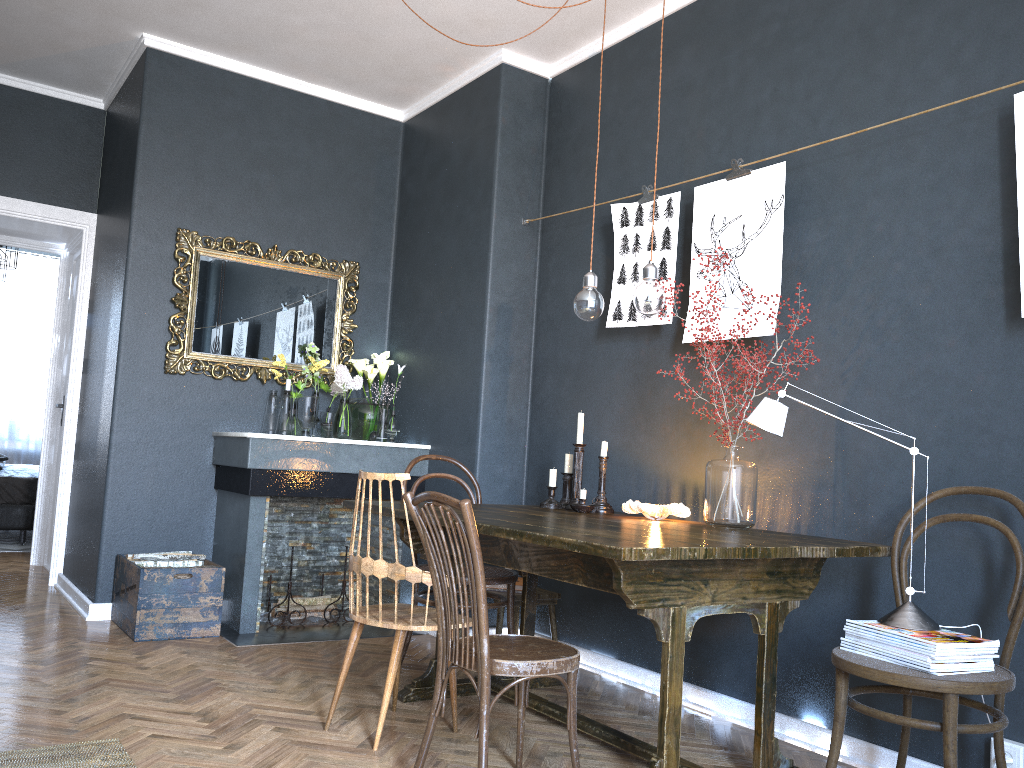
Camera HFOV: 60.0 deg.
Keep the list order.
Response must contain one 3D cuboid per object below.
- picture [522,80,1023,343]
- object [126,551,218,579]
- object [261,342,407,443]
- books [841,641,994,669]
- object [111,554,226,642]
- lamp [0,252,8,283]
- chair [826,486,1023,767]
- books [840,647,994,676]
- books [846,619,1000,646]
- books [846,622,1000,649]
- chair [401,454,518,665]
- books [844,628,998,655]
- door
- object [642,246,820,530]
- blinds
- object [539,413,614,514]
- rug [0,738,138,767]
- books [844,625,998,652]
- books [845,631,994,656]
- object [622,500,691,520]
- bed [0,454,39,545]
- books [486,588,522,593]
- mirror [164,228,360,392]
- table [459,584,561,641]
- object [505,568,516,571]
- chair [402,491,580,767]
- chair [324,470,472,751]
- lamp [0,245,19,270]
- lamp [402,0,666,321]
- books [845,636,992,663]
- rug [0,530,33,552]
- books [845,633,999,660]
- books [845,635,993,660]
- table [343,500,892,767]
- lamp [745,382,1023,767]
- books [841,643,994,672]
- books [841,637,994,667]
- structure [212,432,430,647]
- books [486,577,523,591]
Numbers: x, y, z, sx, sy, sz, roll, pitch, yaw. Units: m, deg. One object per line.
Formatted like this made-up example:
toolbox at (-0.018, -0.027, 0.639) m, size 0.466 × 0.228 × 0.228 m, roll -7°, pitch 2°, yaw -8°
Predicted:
picture at (1.294, -0.561, 2.730) m, size 0.058 × 0.770 × 4.459 m, roll 6°, pitch -6°, yaw -34°
object at (-1.669, 0.948, 4.318) m, size 0.370 × 0.246 × 0.533 m, roll 7°, pitch -6°, yaw -34°
object at (-0.960, 0.037, 4.925) m, size 0.727 × 0.546 × 0.474 m, roll 6°, pitch -5°, yaw -31°
books at (1.073, 0.717, 2.363) m, size 0.219 × 0.008 × 0.305 m, roll 6°, pitch -5°, yaw -22°
object at (-1.677, 1.023, 4.309) m, size 0.383 × 0.326 × 0.552 m, roll 7°, pitch -6°, yaw -34°
lamp at (-4.682, -1.307, 8.039) m, size 0.210 × 0.746 × 0.210 m, roll 5°, pitch -4°, yaw -20°
chair at (1.118, 0.727, 2.364) m, size 0.549 × 0.919 × 0.438 m, roll 7°, pitch -5°, yaw -36°
books at (1.072, 0.732, 2.362) m, size 0.219 × 0.008 × 0.305 m, roll 6°, pitch -6°, yaw -27°
books at (1.086, 0.658, 2.362) m, size 0.219 × 0.013 × 0.305 m, roll 6°, pitch -5°, yaw -22°
books at (1.086, 0.667, 2.363) m, size 0.218 × 0.008 × 0.305 m, roll 6°, pitch -5°, yaw -22°
chair at (-0.221, 0.763, 3.714) m, size 0.438 × 0.919 × 0.549 m, roll 6°, pitch -5°, yaw -31°
books at (1.079, 0.681, 2.359) m, size 0.218 × 0.008 × 0.305 m, roll 6°, pitch -5°, yaw -23°
door at (-2.890, 0.150, 5.854) m, size 0.162 × 2.184 × 0.857 m, roll 6°, pitch -5°, yaw -34°
object at (0.795, 0.042, 3.140) m, size 0.556 × 0.929 × 0.639 m, roll 1°, pitch -5°, yaw 26°
blinds at (-5.536, -0.037, 9.067) m, size 3.996 × 2.785 × 0.312 m, roll 7°, pitch -5°, yaw -34°
object at (0.271, 0.318, 3.705) m, size 0.223 × 0.419 × 0.368 m, roll 6°, pitch -5°, yaw -33°
rug at (-1.040, 0.987, 1.574) m, size 1.004 × 0.013 × 2.012 m, roll 7°, pitch -6°, yaw -34°
books at (1.081, 0.674, 2.361) m, size 0.218 × 0.008 × 0.305 m, roll 6°, pitch -5°, yaw -23°
books at (1.079, 0.688, 2.362) m, size 0.218 × 0.008 × 0.288 m, roll 6°, pitch -5°, yaw -23°
object at (0.539, 0.473, 3.322) m, size 0.252 × 0.072 × 0.254 m, roll 6°, pitch -6°, yaw -27°
bed at (-3.775, 0.800, 7.978) m, size 2.377 × 1.160 × 2.266 m, roll 7°, pitch -6°, yaw -34°
books at (-0.014, 0.956, 4.185) m, size 0.219 × 0.013 × 0.273 m, roll 2°, pitch -5°, yaw 12°
mirror at (-1.351, -0.388, 4.923) m, size 1.057 × 0.783 × 0.067 m, roll 7°, pitch -5°, yaw -34°
table at (-0.017, 1.119, 4.157) m, size 0.364 × 0.317 × 0.369 m, roll 7°, pitch -6°, yaw -34°
object at (-0.014, 0.837, 4.177) m, size 0.074 × 0.173 × 0.074 m, roll 3°, pitch -4°, yaw 11°
chair at (-0.045, 0.709, 2.405) m, size 0.467 × 0.819 × 0.363 m, roll 6°, pitch -5°, yaw -34°
chair at (-0.367, 0.726, 2.977) m, size 0.456 × 0.855 × 0.384 m, roll 0°, pitch -6°, yaw 41°
lamp at (-4.124, -1.333, 7.225) m, size 0.210 × 0.768 × 0.210 m, roll 5°, pitch -4°, yaw -20°
lamp at (-0.228, -1.065, 2.969) m, size 1.591 × 1.572 × 0.583 m, roll 4°, pitch -4°, yaw -3°
books at (1.078, 0.705, 2.367) m, size 0.218 × 0.008 × 0.288 m, roll 5°, pitch -5°, yaw -21°
rug at (-4.216, 1.324, 7.622) m, size 1.459 × 0.013 × 2.046 m, roll 7°, pitch -6°, yaw -34°
books at (1.083, 0.693, 2.360) m, size 0.218 × 0.006 × 0.305 m, roll 6°, pitch -5°, yaw -22°
books at (1.079, 0.699, 2.367) m, size 0.218 × 0.008 × 0.288 m, roll 5°, pitch -5°, yaw -21°
table at (0.247, 0.828, 3.013) m, size 1.127 × 0.726 × 1.605 m, roll 7°, pitch -6°, yaw -34°
lamp at (1.058, 0.535, 2.505) m, size 0.800 × 1.068 × 0.242 m, roll 3°, pitch -4°, yaw 10°
books at (1.072, 0.725, 2.364) m, size 0.218 × 0.007 × 0.305 m, roll 6°, pitch -5°, yaw -22°
books at (1.072, 0.709, 2.364) m, size 0.219 × 0.013 × 0.305 m, roll 6°, pitch -5°, yaw -22°
structure at (-1.009, 0.779, 4.675) m, size 1.066 × 0.980 × 0.834 m, roll 7°, pitch -5°, yaw -34°
books at (-0.029, 0.936, 4.177) m, size 0.207 × 0.024 × 0.263 m, roll 3°, pitch -5°, yaw 9°
